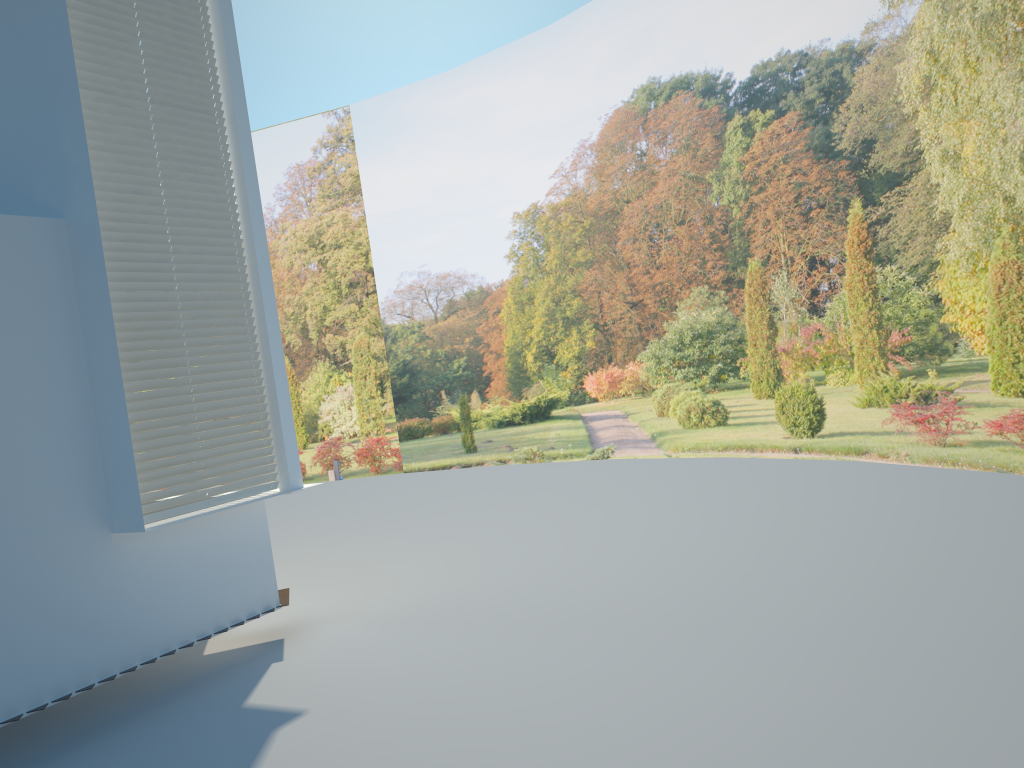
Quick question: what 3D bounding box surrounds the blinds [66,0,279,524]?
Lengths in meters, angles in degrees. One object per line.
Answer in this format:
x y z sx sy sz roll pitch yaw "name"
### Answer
-3.296 -1.193 6.994 1.221 4.265 3.913 -9 1 -40 "blinds"
